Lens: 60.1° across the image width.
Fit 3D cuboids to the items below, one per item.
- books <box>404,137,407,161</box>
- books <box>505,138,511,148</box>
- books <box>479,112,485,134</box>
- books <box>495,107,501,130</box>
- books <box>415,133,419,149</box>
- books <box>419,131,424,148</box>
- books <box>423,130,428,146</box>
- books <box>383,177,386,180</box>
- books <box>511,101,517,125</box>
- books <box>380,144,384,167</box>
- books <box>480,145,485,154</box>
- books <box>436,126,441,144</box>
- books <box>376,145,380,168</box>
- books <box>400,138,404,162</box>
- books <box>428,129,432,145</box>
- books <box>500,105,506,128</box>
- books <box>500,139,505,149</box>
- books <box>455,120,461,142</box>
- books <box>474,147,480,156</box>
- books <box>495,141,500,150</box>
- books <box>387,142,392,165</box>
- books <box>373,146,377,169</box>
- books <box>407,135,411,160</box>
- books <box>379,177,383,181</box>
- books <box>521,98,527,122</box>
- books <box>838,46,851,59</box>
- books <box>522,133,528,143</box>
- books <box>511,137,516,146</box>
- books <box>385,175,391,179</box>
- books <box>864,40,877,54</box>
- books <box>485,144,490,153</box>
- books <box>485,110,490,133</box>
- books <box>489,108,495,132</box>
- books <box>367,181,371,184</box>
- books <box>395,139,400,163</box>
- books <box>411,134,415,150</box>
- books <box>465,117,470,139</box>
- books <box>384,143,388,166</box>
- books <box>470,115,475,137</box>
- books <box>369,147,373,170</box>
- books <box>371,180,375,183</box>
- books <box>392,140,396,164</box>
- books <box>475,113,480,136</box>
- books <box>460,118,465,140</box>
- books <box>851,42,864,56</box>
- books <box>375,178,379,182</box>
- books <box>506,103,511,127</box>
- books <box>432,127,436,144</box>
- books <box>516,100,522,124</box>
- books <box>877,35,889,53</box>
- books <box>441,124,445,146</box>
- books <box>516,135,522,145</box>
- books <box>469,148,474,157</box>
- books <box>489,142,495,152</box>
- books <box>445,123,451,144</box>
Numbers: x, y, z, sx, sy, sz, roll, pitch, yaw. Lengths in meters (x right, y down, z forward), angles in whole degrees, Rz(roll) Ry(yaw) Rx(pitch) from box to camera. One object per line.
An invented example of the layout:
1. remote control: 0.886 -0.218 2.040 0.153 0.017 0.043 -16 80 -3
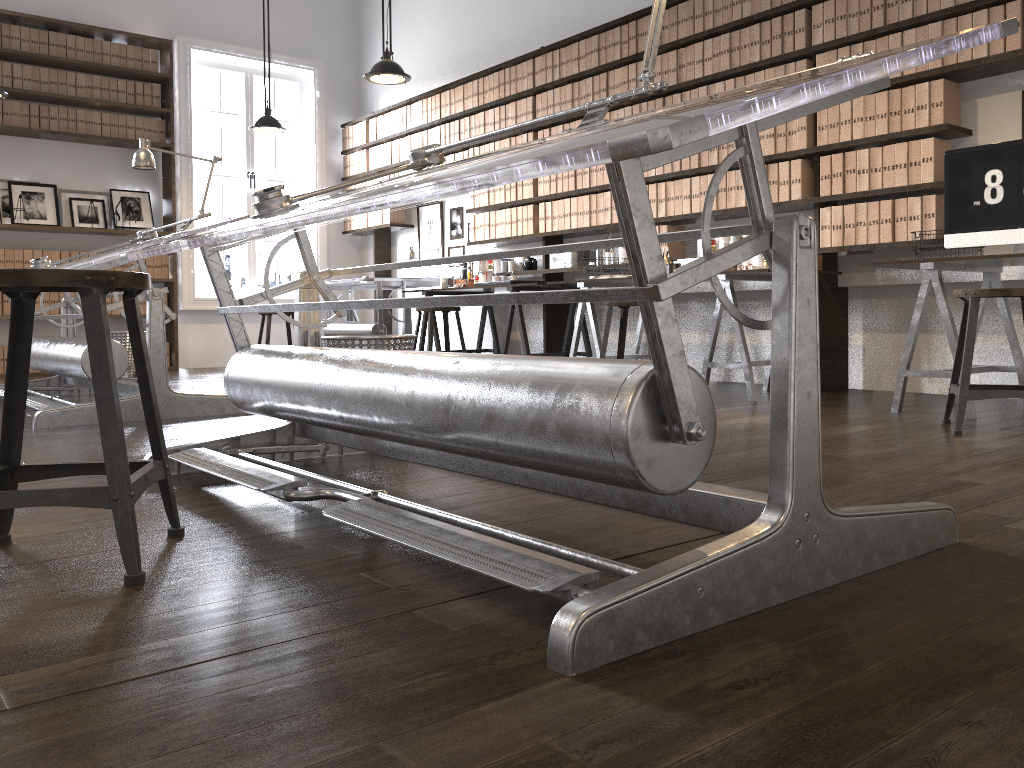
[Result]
1. books: -0.910 -2.160 8.183 0.175 0.225 0.067 -2 2 -38
2. books: 0.031 -1.815 6.988 0.175 0.225 0.067 -2 2 -38
3. books: -0.177 -2.099 7.243 0.175 0.225 0.067 -2 2 -38
4. books: -0.051 -2.089 7.085 0.175 0.225 0.067 -2 2 -38
5. books: -0.790 -2.150 8.026 0.175 0.225 0.067 -2 2 -38
6. books: -0.747 -2.146 7.968 0.175 0.225 0.067 -2 2 -38
7. books: -0.700 -2.143 7.916 0.175 0.225 0.067 -2 2 -38
8. books: -1.149 -1.912 8.493 0.175 0.225 0.067 -2 2 -38
9. books: 0.078 -2.078 6.919 0.175 0.225 0.067 -2 2 -38
10. books: -1.176 -2.182 8.518 0.175 0.225 0.067 -2 2 -38
11. books: -0.175 -1.832 7.261 0.174 0.225 0.067 -2 2 -38
12. books: -0.574 -2.132 7.746 0.175 0.225 0.067 -2 2 -38
13. books: -1.219 -2.184 8.564 0.175 0.225 0.067 -2 2 -38
14. books: -0.954 -2.164 8.239 0.174 0.225 0.067 -2 2 -38
15. books: -0.656 -2.139 7.862 0.174 0.225 0.067 -2 2 -38
16. books: -0.004 -2.085 7.032 0.175 0.225 0.067 -2 2 -38
17. books: -0.007 -1.818 7.044 0.175 0.225 0.067 -2 2 -38
18. books: -0.396 -2.117 7.522 0.175 0.225 0.067 -2 2 -38
19. books: -0.222 -1.836 7.314 0.174 0.225 0.067 -2 2 -38
20. books: -0.047 -1.821 7.092 0.175 0.225 0.067 -2 2 -38
21. books: -1.092 -2.174 8.406 0.175 0.225 0.067 -2 2 -38
22. books: -1.263 -2.188 8.621 0.175 0.225 0.067 -2 2 -38
23. books: -0.873 -2.156 8.126 0.175 0.225 0.067 -2 2 -38
24. books: -1.195 -1.916 8.552 0.175 0.225 0.067 -2 2 -38
25. books: 0.161 -2.072 6.819 0.175 0.225 0.067 -2 2 -38
26. books: 1.817 -1.667 4.720 0.175 0.225 0.067 -2 2 -38
27. books: 0.162 -1.804 6.825 0.174 0.225 0.067 -2 2 -38
28. books: 0.077 -1.812 6.939 0.175 0.225 0.067 -2 2 -38
29. books: -1.114 -1.909 8.440 0.175 0.225 0.067 -2 2 -38
30. books: 1.911 -1.660 4.613 0.174 0.225 0.067 -2 2 -38
31. books: -0.134 -1.829 7.205 0.175 0.225 0.067 -2 2 -38
32. books: -0.132 -2.096 7.193 0.175 0.225 0.067 -2 2 -38
33. books: -0.094 -2.093 7.143 0.175 0.225 0.067 -2 2 -38
34. books: -1.330 -1.926 8.715 0.175 0.225 0.067 -2 2 -38
35. books: -1.001 -2.167 8.292 0.174 0.225 0.067 -2 2 -38
36. books: -0.828 -2.153 8.077 0.175 0.225 0.067 -2 2 -38
37. books: -0.305 -2.110 7.408 0.174 0.225 0.067 -2 2 -38
38. books: -1.134 -2.178 8.468 0.175 0.225 0.067 -2 2 -38
39. books: -0.258 -2.106 7.355 0.174 0.225 0.067 -2 2 -38
40. books: -1.306 -2.192 8.680 0.174 0.225 0.067 -2 2 -38
41. books: -1.283 -1.923 8.661 0.174 0.225 0.067 -2 2 -38
42. books: -1.041 -2.171 8.351 0.175 0.225 0.067 -2 2 -38
43. books: -0.214 -2.103 7.299 0.175 0.225 0.067 -2 2 -38
44. books: -0.345 -2.114 7.467 0.175 0.225 0.067 -2 2 -38
45. books: 1.865 -1.663 4.666 0.174 0.225 0.067 -2 2 -38
46. books: -1.236 -1.920 8.608 0.174 0.225 0.067 -2 2 -38
47. books: 0.040 -2.082 6.978 0.174 0.225 0.067 -2 2 -38
48. books: -0.616 -2.135 7.805 0.174 0.225 0.067 -2 2 -38
49. books: 0.123 -2.075 6.869 0.175 0.225 0.067 -2 2 -38
50. books: 1.952 -1.657 4.557 0.175 0.225 0.067 -2 2 -38
51. books: -0.529 -2.128 7.689 0.175 0.225 0.067 -2 2 -38
52. books: 0.121 -1.808 6.883 0.174 0.225 0.067 -2 2 -38
53. books: -0.269 -1.839 7.369 0.175 0.225 0.067 -2 2 -38
54. books: -0.093 -1.825 7.148 0.175 0.225 0.067 -2 2 -38
55. books: -0.486 -2.125 7.642 0.175 0.225 0.067 -2 2 -38
